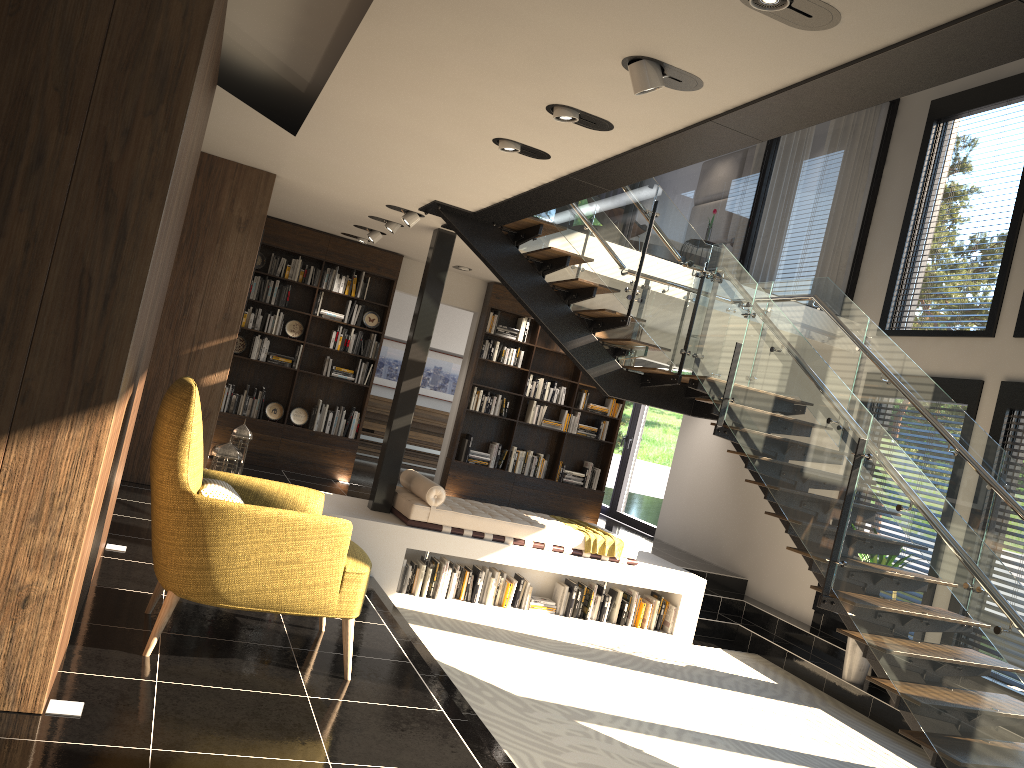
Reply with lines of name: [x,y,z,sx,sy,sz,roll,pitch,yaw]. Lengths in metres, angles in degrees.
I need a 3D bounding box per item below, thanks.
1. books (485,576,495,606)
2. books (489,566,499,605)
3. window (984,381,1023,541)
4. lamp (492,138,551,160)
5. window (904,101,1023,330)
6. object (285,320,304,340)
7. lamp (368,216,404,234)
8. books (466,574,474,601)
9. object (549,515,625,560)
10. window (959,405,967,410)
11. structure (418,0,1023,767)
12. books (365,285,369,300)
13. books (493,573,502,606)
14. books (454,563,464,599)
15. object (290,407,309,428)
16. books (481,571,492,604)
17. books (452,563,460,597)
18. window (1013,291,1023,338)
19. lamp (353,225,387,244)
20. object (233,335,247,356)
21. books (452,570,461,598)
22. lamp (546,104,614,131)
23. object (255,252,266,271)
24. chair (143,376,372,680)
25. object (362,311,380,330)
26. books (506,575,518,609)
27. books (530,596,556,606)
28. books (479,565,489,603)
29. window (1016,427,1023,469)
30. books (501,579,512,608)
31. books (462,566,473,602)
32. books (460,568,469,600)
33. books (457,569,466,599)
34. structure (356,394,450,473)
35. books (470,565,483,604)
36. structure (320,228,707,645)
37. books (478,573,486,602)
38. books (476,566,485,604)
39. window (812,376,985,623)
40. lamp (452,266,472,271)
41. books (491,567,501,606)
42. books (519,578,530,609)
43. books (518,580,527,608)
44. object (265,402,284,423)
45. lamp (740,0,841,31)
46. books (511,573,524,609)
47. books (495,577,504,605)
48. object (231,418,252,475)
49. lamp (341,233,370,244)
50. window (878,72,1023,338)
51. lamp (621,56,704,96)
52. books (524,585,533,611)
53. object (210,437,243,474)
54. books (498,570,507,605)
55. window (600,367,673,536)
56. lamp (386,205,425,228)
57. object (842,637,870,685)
books: [-0.221,1.837,7.942,0.027,0.246,0.193,14,-1,-20]
books: [-0.196,1.813,7.967,0.026,0.305,0.187,14,-1,-20]
window: [4.301,1.260,6.902,0.358,2.475,1.497,14,-1,-20]
lamp: [0.065,-1.348,4.912,0.347,0.177,0.195,14,-1,-21]
window: [4.468,-1.597,8.480,0.005,2.297,1.220,14,-1,-20]
object: [-2.441,-0.610,9.933,0.212,0.222,0.082,14,-1,-21]
lamp: [-1.167,-1.534,8.255,0.347,0.231,0.195,14,-1,-21]
books: [-0.389,1.802,7.904,0.050,0.234,0.149,14,-1,-20]
object: [0.629,1.620,8.682,0.467,0.510,1.165,14,-1,-20]
window: [3.805,1.182,8.451,0.005,2.297,1.220,14,-1,-20]
structure: [1.648,0.323,4.902,3.451,4.867,7.273,14,-1,-21]
books: [-1.690,-1.059,10.219,0.022,0.195,0.135,14,-1,-20]
books: [-0.157,1.829,7.982,0.023,0.293,0.157,14,-1,-20]
books: [-0.491,1.752,7.892,0.025,0.285,0.137,14,-1,-20]
object: [-2.401,0.373,9.997,0.212,0.222,0.082,14,-1,-21]
books: [-0.248,1.810,7.955,0.025,0.287,0.169,14,-1,-20]
books: [-0.517,1.738,7.834,0.020,0.295,0.102,14,-1,-20]
window: [4.949,-1.519,6.968,0.358,2.475,1.392,14,-1,-20]
lamp: [-1.438,-1.564,8.981,0.347,0.262,0.195,14,-1,-21]
object: [-3.022,-0.428,9.734,0.212,0.222,0.082,14,-1,-21]
books: [-0.519,1.764,7.884,0.026,0.247,0.149,14,-1,-20]
lamp: [0.332,-1.302,4.185,0.347,0.177,0.195,14,-1,-21]
object: [-2.806,-1.350,9.716,0.212,0.222,0.082,14,-1,-21]
chair: [-1.110,0.601,3.909,1.032,1.097,0.807,14,-1,-22]
object: [-1.620,-0.733,10.206,0.212,0.222,0.082,14,-1,-21]
books: [-0.035,1.877,8.020,0.050,0.258,0.215,14,-1,-20]
books: [0.259,1.995,8.182,0.249,0.026,0.148,14,-1,-23]
books: [-0.270,1.794,7.955,0.023,0.308,0.126,14,-1,-20]
window: [4.369,1.277,6.919,0.005,2.297,1.312,14,-1,-20]
books: [-0.071,1.881,7.998,0.028,0.232,0.205,14,-1,-20]
books: [-0.414,1.771,7.878,0.028,0.282,0.172,14,-1,-20]
books: [-0.441,1.775,7.878,0.019,0.261,0.182,14,-1,-20]
books: [-0.467,1.770,7.886,0.023,0.260,0.133,14,-1,-20]
structure: [-2.060,0.694,13.885,6.283,0.981,0.885,14,-1,-21]
books: [-0.336,1.781,7.898,0.033,0.299,0.195,14,-1,-20]
structure: [0.188,0.477,8.420,3.786,3.244,1.148,14,-1,-21]
books: [-0.298,1.806,7.946,0.029,0.271,0.128,14,-1,-20]
books: [-0.314,1.790,7.920,0.025,0.293,0.205,14,-1,-20]
window: [3.737,1.166,8.433,0.358,2.475,1.392,14,-1,-20]
lamp: [-0.558,-1.380,10.160,0.195,0.158,0.346,14,-1,-20]
books: [-0.174,1.818,7.971,0.020,0.305,0.172,14,-1,-20]
books: [0.102,1.912,8.098,0.020,0.257,0.154,14,-1,-20]
books: [0.063,1.906,8.112,0.045,0.251,0.142,14,-1,-20]
object: [-2.653,0.311,9.904,0.212,0.222,0.082,14,-1,-21]
lamp: [0.868,-1.219,2.733,0.347,0.158,0.195,14,-1,-21]
books: [0.039,1.883,8.083,0.031,0.284,0.176,14,-1,-20]
books: [-0.141,1.855,8.006,0.034,0.252,0.151,14,-1,-20]
object: [-2.415,0.616,7.793,0.182,0.642,0.182,14,-1,-20]
lamp: [-1.696,-1.652,9.710,0.347,0.177,0.195,14,-1,-21]
window: [4.400,-1.614,8.462,0.358,2.475,1.392,14,-1,-20]
lamp: [0.590,-1.221,3.459,0.347,0.247,0.195,14,-1,-21]
books: [0.121,1.937,8.108,0.030,0.218,0.185,14,-1,-20]
object: [-2.445,0.684,7.542,0.262,0.483,0.262,14,-1,-20]
books: [-0.109,1.841,8.028,0.037,0.293,0.128,14,-1,-20]
window: [1.829,0.834,13.546,0.184,2.475,2.978,14,-1,-20]
lamp: [-0.905,-1.472,7.530,0.347,0.262,0.195,14,-1,-21]
object: [3.130,1.953,7.780,0.877,1.338,0.829,14,-1,-31]
